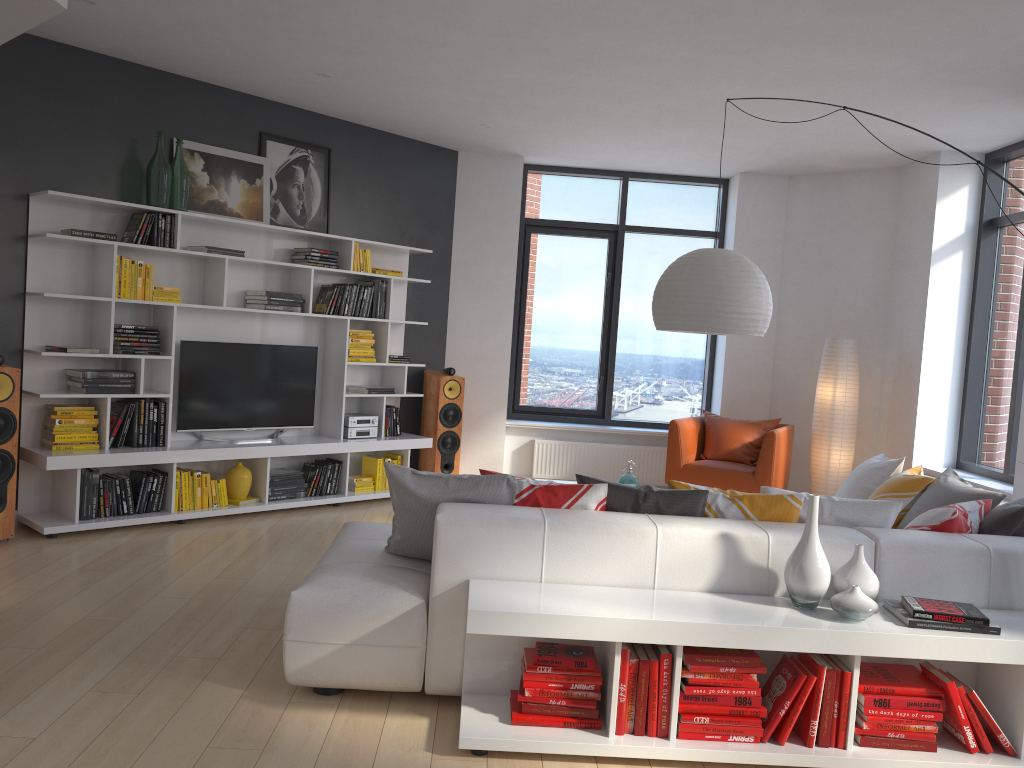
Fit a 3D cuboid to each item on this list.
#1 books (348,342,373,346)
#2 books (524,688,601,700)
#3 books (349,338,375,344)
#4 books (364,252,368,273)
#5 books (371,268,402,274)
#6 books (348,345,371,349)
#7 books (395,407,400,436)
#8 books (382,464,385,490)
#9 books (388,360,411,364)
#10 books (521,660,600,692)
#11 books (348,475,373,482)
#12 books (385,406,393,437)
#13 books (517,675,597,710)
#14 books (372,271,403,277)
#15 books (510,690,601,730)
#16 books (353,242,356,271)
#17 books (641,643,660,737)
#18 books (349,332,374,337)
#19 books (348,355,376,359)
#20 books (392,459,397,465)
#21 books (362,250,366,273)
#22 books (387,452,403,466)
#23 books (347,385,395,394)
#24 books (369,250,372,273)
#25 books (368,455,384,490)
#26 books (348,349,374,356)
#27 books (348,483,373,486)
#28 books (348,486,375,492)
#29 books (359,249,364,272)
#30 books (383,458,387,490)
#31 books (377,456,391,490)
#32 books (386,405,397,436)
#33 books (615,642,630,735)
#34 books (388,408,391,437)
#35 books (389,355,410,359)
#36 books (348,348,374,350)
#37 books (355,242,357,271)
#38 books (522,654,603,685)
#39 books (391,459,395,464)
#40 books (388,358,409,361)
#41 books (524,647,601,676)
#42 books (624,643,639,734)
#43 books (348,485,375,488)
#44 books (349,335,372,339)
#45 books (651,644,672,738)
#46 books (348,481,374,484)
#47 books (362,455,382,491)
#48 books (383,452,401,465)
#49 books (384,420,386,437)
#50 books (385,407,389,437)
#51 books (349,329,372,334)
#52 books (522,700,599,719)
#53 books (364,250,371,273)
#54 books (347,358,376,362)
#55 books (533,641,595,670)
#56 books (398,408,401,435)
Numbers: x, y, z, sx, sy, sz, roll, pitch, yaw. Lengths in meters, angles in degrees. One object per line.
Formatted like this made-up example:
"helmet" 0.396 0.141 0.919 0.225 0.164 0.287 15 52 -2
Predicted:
"books" -1.259 -0.323 7.093 0.171 0.019 0.239 7 4 43
"books" 0.170 1.045 3.088 0.257 0.025 0.182 4 3 -2
"books" -1.249 -0.348 7.098 0.239 0.033 0.176 1 4 -44
"books" -1.178 -0.952 6.961 0.108 0.161 0.046 7 4 42
"books" -1.053 -0.915 7.192 0.257 0.024 0.203 1 4 -44
"books" -1.256 -0.301 7.074 0.217 0.023 0.145 1 4 -43
"books" -1.004 0.305 7.361 0.177 0.242 0.066 7 4 43
"books" -1.091 0.736 7.200 0.156 0.229 0.024 7 4 43
"books" -0.967 -0.187 7.322 0.213 0.023 0.161 1 4 -43
"books" 0.166 1.019 3.103 0.261 0.028 0.191 4 3 -2
"books" -1.226 0.757 7.092 0.138 0.026 0.186 7 4 43
"books" -1.042 0.304 7.315 0.169 0.242 0.050 7 4 42
"books" 0.158 1.070 3.082 0.266 0.026 0.187 4 3 4
"books" -1.047 -0.889 7.189 0.257 0.028 0.194 1 4 -42
"books" 0.147 1.133 3.085 0.301 0.032 0.227 4 3 -2
"books" -1.269 -0.989 6.879 0.161 0.229 0.041 7 4 42
"books" 0.469 1.043 3.044 0.042 0.259 0.195 4 3 -2
"books" -1.243 -0.399 7.096 0.223 0.023 0.163 1 4 -43
"books" -1.255 -0.222 7.087 0.257 0.024 0.203 1 4 -44
"books" -1.016 0.731 7.306 0.172 0.234 0.024 7 4 43
"books" -1.198 -0.963 6.955 0.128 0.178 0.044 7 4 43
"books" -0.988 0.712 7.355 0.213 0.270 0.025 7 4 43
"books" -1.148 0.046 7.226 0.250 0.047 0.310 6 4 38
"books" -1.162 -0.967 7.010 0.142 0.184 0.044 7 4 44
"books" -1.117 0.717 7.200 0.199 0.263 0.015 7 4 43
"books" -1.255 -0.256 7.089 0.189 0.042 0.243 7 4 43
"books" -1.210 0.795 7.073 0.113 0.018 0.169 7 4 44
"books" -1.220 0.830 7.089 0.147 0.033 0.190 7 4 43
"books" -1.217 -0.964 6.945 0.132 0.180 0.054 7 4 43
"books" -1.089 0.721 7.227 0.180 0.251 0.019 7 4 43
"books" -1.069 0.722 7.246 0.185 0.250 0.035 7 4 43
"books" -1.030 0.298 7.344 0.193 0.255 0.066 7 4 43
"books" 0.363 1.020 3.046 0.036 0.294 0.208 4 3 -2
"books" -1.063 0.307 7.305 0.170 0.236 0.049 7 4 43
"books" -0.977 -0.227 7.334 0.213 0.023 0.161 1 4 -43
"books" -1.265 -0.285 7.095 0.251 0.014 0.189 1 4 -44
"books" -1.267 -0.988 6.908 0.163 0.224 0.041 7 4 41
"books" 0.172 0.993 3.085 0.269 0.028 0.179 4 3 -1
"books" -1.032 0.731 7.284 0.172 0.234 0.024 7 4 43
"books" -0.969 -0.206 7.323 0.142 0.015 0.198 7 4 41
"books" 0.172 0.967 3.087 0.254 0.025 0.178 4 3 -2
"books" 0.397 1.039 3.051 0.031 0.255 0.181 4 3 -2
"books" -1.221 0.807 7.091 0.148 0.011 0.196 7 4 43
"books" -1.252 -0.376 7.094 0.227 0.022 0.160 2 3 -31
"books" 0.504 1.029 3.050 0.049 0.291 0.214 4 3 -2
"books" -1.216 0.778 7.087 0.134 0.014 0.187 7 4 43
"books" -1.137 0.719 7.176 0.198 0.255 0.044 7 4 43
"books" -1.000 0.713 7.330 0.204 0.270 0.029 7 4 43
"books" -1.108 0.289 7.270 0.202 0.268 0.053 7 4 43
"books" -1.084 0.306 7.292 0.189 0.240 0.053 7 4 43
"books" -1.264 -0.424 7.103 0.223 0.023 0.163 1 4 -43
"books" 0.165 1.100 3.092 0.259 0.034 0.206 4 3 1
"books" -1.171 -0.966 6.987 0.141 0.184 0.064 7 4 44
"books" -1.248 -0.196 7.085 0.257 0.028 0.194 1 4 -42
"books" 0.181 0.941 3.076 0.206 0.029 0.152 4 3 4
"books" -1.005 0.306 7.407 0.179 0.233 0.077 7 4 43
